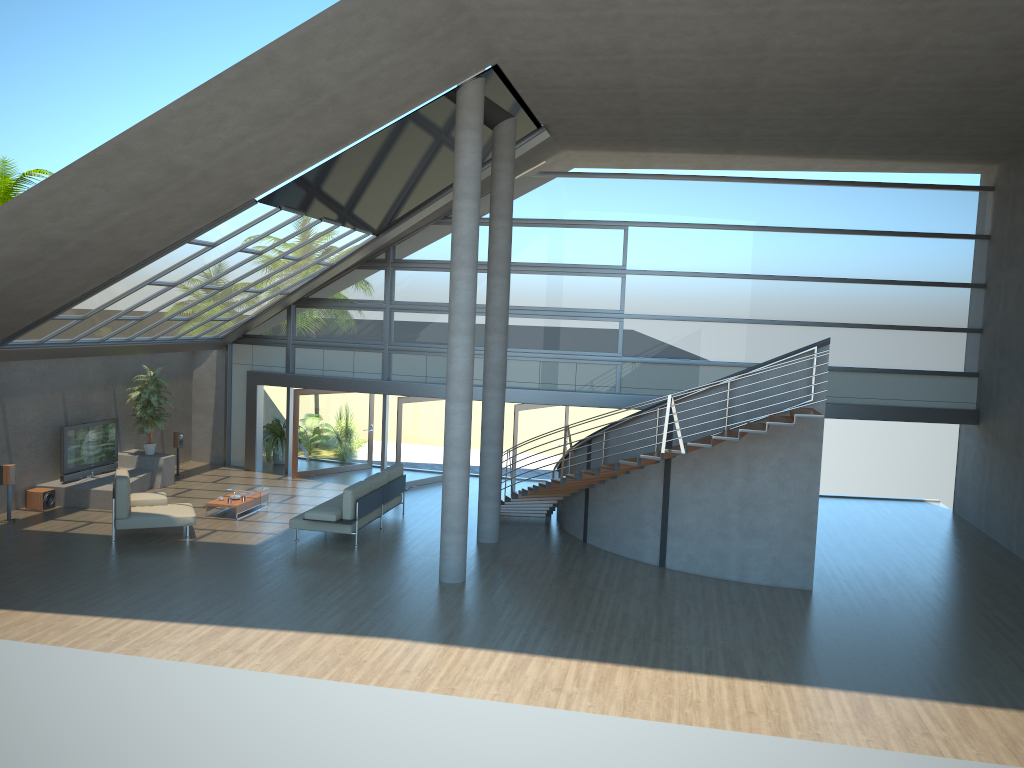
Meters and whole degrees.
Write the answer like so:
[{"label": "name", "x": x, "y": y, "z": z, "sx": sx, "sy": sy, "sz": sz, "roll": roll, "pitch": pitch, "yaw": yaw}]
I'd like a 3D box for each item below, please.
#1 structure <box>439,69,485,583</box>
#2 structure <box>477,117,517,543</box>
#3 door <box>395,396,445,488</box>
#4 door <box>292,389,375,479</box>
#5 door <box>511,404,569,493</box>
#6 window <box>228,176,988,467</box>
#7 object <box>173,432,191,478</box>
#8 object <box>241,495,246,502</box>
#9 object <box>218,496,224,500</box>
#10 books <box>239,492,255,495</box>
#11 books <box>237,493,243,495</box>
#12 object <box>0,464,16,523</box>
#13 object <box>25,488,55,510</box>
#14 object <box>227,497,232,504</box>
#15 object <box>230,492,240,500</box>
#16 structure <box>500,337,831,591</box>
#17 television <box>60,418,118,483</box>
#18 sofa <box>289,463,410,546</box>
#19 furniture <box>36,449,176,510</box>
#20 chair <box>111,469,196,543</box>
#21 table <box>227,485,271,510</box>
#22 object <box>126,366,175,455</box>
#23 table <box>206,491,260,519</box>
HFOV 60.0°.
[{"label": "structure", "x": -0.698, "y": -0.778, "z": 12.317, "sx": 0.381, "sy": 7.125, "sz": 0.382, "roll": 3, "pitch": 4, "yaw": 11}, {"label": "structure", "x": -0.254, "y": -0.932, "z": 14.595, "sx": 0.381, "sy": 7.125, "sz": 0.382, "roll": -1, "pitch": 5, "yaw": -35}, {"label": "door", "x": -1.769, "y": 1.214, "z": 19.531, "sx": 0.200, "sy": 1.977, "sz": 2.298, "roll": 5, "pitch": 5, "yaw": 34}, {"label": "door", "x": -4.051, "y": 1.061, "z": 20.273, "sx": 0.200, "sy": 1.977, "sz": 2.298, "roll": 6, "pitch": 6, "yaw": 40}, {"label": "door", "x": 0.627, "y": 1.354, "z": 19.015, "sx": 0.200, "sy": 1.977, "sz": 2.298, "roll": 5, "pitch": 5, "yaw": 32}, {"label": "window", "x": 1.546, "y": -0.916, "z": 18.725, "sx": 16.616, "sy": 6.630, "sz": 1.098, "roll": 3, "pitch": 4, "yaw": 9}, {"label": "object", "x": -9.295, "y": 1.606, "z": 17.086, "sx": 7.863, "sy": 0.982, "sz": 21.345, "roll": 3, "pitch": 4, "yaw": 14}, {"label": "object", "x": -4.808, "y": 2.052, "z": 15.908, "sx": 0.070, "sy": 0.101, "sz": 0.085, "roll": 6, "pitch": 6, "yaw": 39}, {"label": "object", "x": -5.217, "y": 2.042, "z": 15.914, "sx": 0.102, "sy": 0.086, "sz": 0.100, "roll": 4, "pitch": 4, "yaw": 15}, {"label": "books", "x": -4.941, "y": 2.042, "z": 16.545, "sx": 0.275, "sy": 0.005, "sz": 0.189, "roll": 2, "pitch": 4, "yaw": -6}, {"label": "books", "x": -4.968, "y": 2.048, "z": 16.499, "sx": 0.275, "sy": 0.005, "sz": 0.189, "roll": 2, "pitch": 4, "yaw": -9}, {"label": "object", "x": -8.356, "y": 1.815, "z": 14.699, "sx": 0.234, "sy": 0.959, "sz": 0.171, "roll": 0, "pitch": 5, "yaw": -24}, {"label": "object", "x": -8.422, "y": 2.044, "z": 15.803, "sx": 0.425, "sy": 0.323, "sz": 0.362, "roll": 3, "pitch": 4, "yaw": 11}, {"label": "object", "x": -5.003, "y": 2.061, "z": 15.693, "sx": 0.085, "sy": 0.101, "sz": 0.070, "roll": 3, "pitch": 4, "yaw": 9}, {"label": "object", "x": -4.994, "y": 2.007, "z": 16.007, "sx": 0.178, "sy": 0.161, "sz": 0.178, "roll": -1, "pitch": 5, "yaw": -38}, {"label": "structure", "x": 1.756, "y": 0.952, "z": 13.958, "sx": 2.349, "sy": 3.653, "sz": 6.809, "roll": -1, "pitch": 6, "yaw": -41}, {"label": "television", "x": -8.048, "y": 1.259, "z": 16.930, "sx": 0.396, "sy": 1.063, "sz": 1.568, "roll": 3, "pitch": 4, "yaw": 11}, {"label": "sofa", "x": -2.780, "y": 2.018, "z": 15.455, "sx": 1.166, "sy": 0.947, "sz": 3.079, "roll": 3, "pitch": 4, "yaw": 10}, {"label": "furniture", "x": -7.579, "y": 1.829, "z": 17.348, "sx": 1.577, "sy": 0.610, "sz": 2.936, "roll": 3, "pitch": 4, "yaw": 11}, {"label": "chair", "x": -5.818, "y": 1.921, "z": 14.396, "sx": 1.244, "sy": 1.023, "sz": 1.217, "roll": 1, "pitch": 5, "yaw": -24}, {"label": "table", "x": -4.920, "y": 2.119, "z": 16.570, "sx": 0.680, "sy": 0.342, "sz": 0.400, "roll": 3, "pitch": 4, "yaw": 11}, {"label": "object", "x": -7.442, "y": 0.528, "z": 18.221, "sx": 0.932, "sy": 1.857, "sz": 0.895, "roll": 0, "pitch": 5, "yaw": -30}, {"label": "table", "x": -4.998, "y": 2.199, "z": 16.182, "sx": 0.600, "sy": 0.250, "sz": 1.200, "roll": 3, "pitch": 4, "yaw": 11}]
